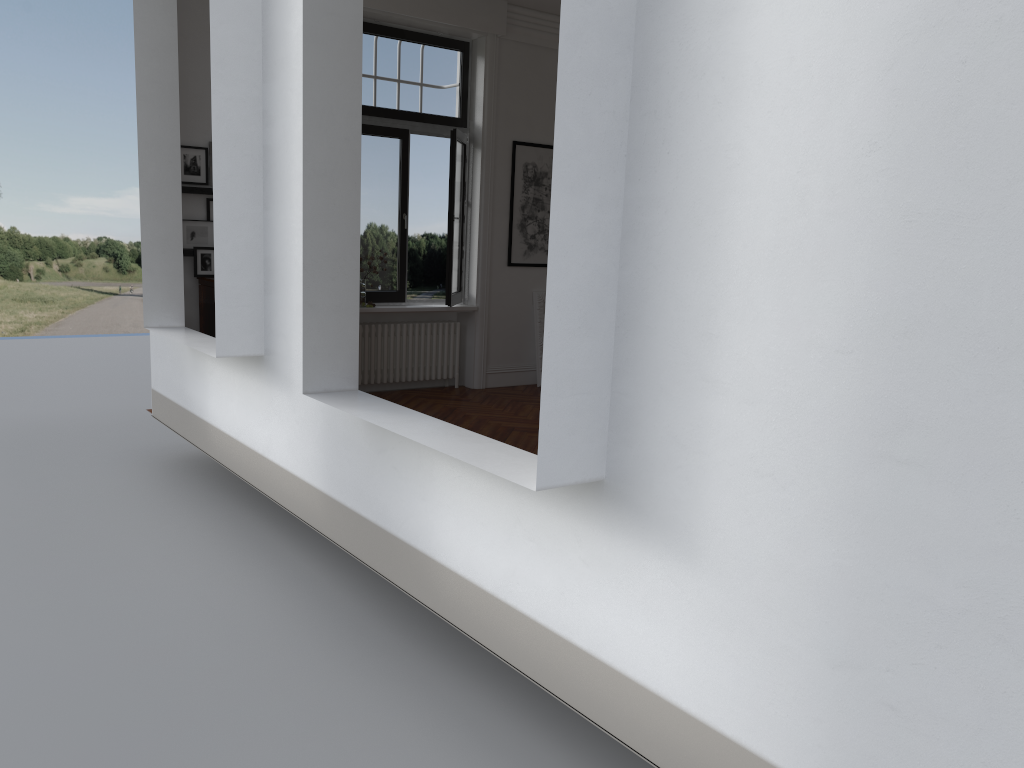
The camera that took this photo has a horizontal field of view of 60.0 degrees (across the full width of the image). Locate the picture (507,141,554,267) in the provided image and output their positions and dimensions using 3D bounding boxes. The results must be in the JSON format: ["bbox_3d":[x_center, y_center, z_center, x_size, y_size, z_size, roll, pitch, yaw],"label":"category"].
[{"bbox_3d":[0.340,-1.962,9.809,0.882,1.329,0.035,-5,13,-36],"label":"picture"}]

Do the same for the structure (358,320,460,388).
[{"bbox_3d":[-1.157,-0.263,9.372,1.452,0.781,0.224,-5,13,-36],"label":"structure"}]

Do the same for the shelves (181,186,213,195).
[{"bbox_3d":[-2.223,-1.676,7.855,1.513,0.055,0.157,-4,12,-36],"label":"shelves"}]

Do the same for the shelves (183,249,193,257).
[{"bbox_3d":[-2.247,-1.160,7.954,1.513,0.055,0.155,-4,12,-36],"label":"shelves"}]

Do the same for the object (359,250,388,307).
[{"bbox_3d":[-1.425,-1.077,8.898,0.317,0.602,0.540,7,11,24],"label":"object"}]

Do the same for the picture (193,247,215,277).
[{"bbox_3d":[-2.616,-1.043,7.592,0.213,0.258,0.020,-5,13,-36],"label":"picture"}]

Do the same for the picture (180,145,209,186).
[{"bbox_3d":[-2.717,-1.857,7.532,0.266,0.316,0.020,-5,13,-36],"label":"picture"}]

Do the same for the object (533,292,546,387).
[{"bbox_3d":[0.606,-0.523,10.214,0.829,1.066,0.233,-5,13,-36],"label":"object"}]

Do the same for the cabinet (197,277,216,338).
[{"bbox_3d":[-2.070,-0.321,7.901,1.265,1.223,0.638,-5,13,-36],"label":"cabinet"}]

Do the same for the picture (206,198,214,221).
[{"bbox_3d":[-2.494,-1.416,7.798,0.373,0.408,0.020,-5,13,-36],"label":"picture"}]

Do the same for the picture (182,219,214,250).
[{"bbox_3d":[-2.705,-1.284,7.639,0.299,0.254,0.020,-5,13,-36],"label":"picture"}]

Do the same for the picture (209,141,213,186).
[{"bbox_3d":[-2.430,-1.905,7.736,0.415,0.369,0.020,-5,13,-36],"label":"picture"}]
